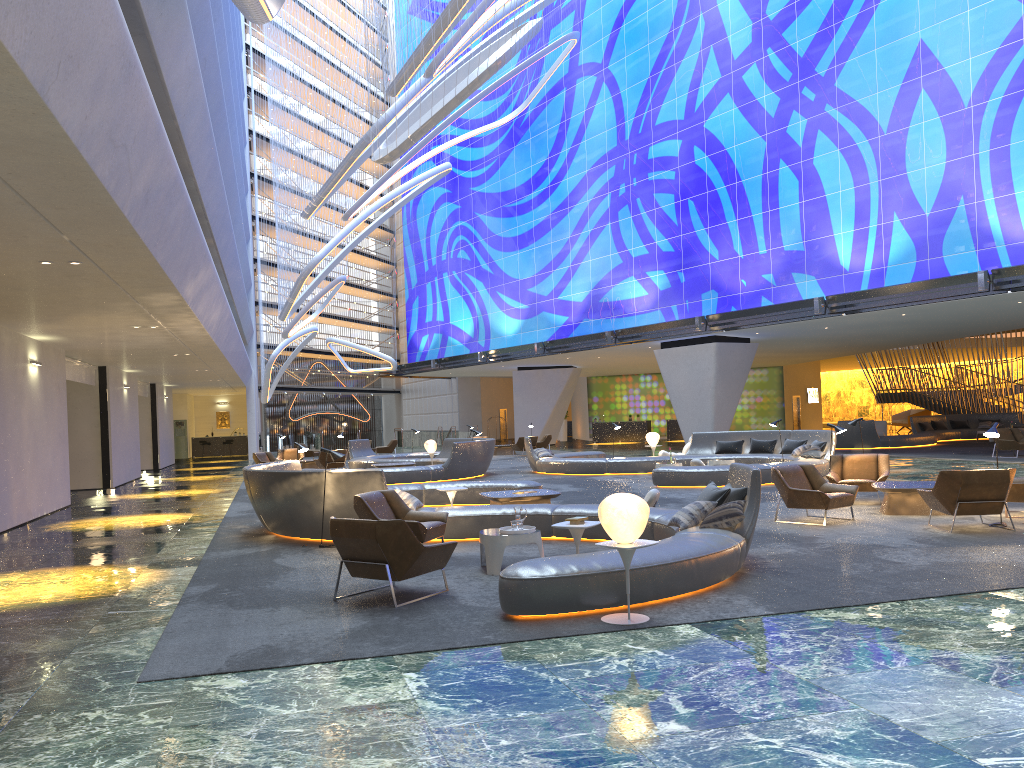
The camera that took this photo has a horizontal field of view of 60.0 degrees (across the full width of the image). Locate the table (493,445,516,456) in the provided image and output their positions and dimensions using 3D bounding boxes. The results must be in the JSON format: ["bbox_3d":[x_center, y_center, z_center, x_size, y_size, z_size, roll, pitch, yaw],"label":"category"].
[{"bbox_3d":[-0.381,2.736,36.738,1.202,0.392,1.204,-2,-2,-15],"label":"table"}]

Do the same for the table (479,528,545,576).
[{"bbox_3d":[-0.017,1.751,9.344,0.671,0.406,0.674,-2,-2,-19],"label":"table"}]

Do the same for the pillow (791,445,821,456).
[{"bbox_3d":[6.829,1.532,20.528,0.878,0.262,0.692,-4,-2,40],"label":"pillow"}]

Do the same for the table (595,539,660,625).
[{"bbox_3d":[0.888,1.524,6.853,0.418,0.595,0.428,-2,-1,-41],"label":"table"}]

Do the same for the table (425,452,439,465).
[{"bbox_3d":[-2.331,2.315,25.954,0.418,0.595,0.428,-2,-1,-16],"label":"table"}]

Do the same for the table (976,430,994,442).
[{"bbox_3d":[17.379,1.909,32.483,0.671,0.406,0.673,-3,-2,29],"label":"table"}]

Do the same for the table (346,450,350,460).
[{"bbox_3d":[-7.271,3.038,37.869,1.203,0.392,1.203,-2,-2,3],"label":"table"}]

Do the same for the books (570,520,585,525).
[{"bbox_3d":[0.597,1.258,8.095,0.128,0.030,0.182,-2,-2,7],"label":"books"}]

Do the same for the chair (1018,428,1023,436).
[{"bbox_3d":[17.985,1.806,31.556,0.491,0.501,0.587,-2,-1,2],"label":"chair"}]

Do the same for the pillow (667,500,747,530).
[{"bbox_3d":[1.984,1.332,9.053,0.874,0.280,0.684,-3,-2,22],"label":"pillow"}]

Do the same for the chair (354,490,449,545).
[{"bbox_3d":[-1.313,1.661,10.467,0.939,0.766,0.929,-3,-1,18],"label":"chair"}]

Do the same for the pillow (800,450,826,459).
[{"bbox_3d":[6.628,1.565,19.471,0.445,0.207,0.443,-3,-2,36],"label":"pillow"}]

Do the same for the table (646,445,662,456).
[{"bbox_3d":[4.011,2.044,25.121,0.418,0.595,0.428,-2,-1,-41],"label":"table"}]

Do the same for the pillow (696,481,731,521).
[{"bbox_3d":[2.104,1.247,9.388,0.315,0.386,0.785,-2,-2,0],"label":"pillow"}]

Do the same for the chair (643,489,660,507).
[{"bbox_3d":[1.852,1.749,12.629,0.587,0.501,0.491,-3,-1,19],"label":"chair"}]

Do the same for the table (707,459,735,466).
[{"bbox_3d":[4.853,1.968,20.711,0.673,0.406,0.671,-2,-2,4],"label":"table"}]

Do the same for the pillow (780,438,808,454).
[{"bbox_3d":[6.830,1.519,21.493,0.315,0.386,0.785,-2,-2,-24],"label":"pillow"}]

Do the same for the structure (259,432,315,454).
[{"bbox_3d":[-14.849,7.295,58.502,3.016,8.237,19.844,-2,-2,-15],"label":"structure"}]

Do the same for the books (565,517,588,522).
[{"bbox_3d":[0.592,1.232,8.093,0.133,0.022,0.189,-4,-2,36],"label":"books"}]

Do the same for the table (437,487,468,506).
[{"bbox_3d":[-0.848,1.786,12.635,0.418,0.595,0.428,-2,-1,-19],"label":"table"}]

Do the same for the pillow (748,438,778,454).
[{"bbox_3d":[6.278,1.561,22.237,0.760,0.417,0.281,-4,-2,43],"label":"pillow"}]

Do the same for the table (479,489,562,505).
[{"bbox_3d":[0.127,1.908,13.917,1.202,0.392,1.204,-2,-2,-15],"label":"table"}]

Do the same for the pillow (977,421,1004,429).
[{"bbox_3d":[18.373,1.578,34.211,0.877,0.262,0.693,-1,-2,-25],"label":"pillow"}]

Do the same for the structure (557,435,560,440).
[{"bbox_3d":[2.916,2.406,54.008,0.772,2.051,1.023,-2,-1,-44],"label":"structure"}]

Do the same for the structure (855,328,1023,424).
[{"bbox_3d":[24.404,-0.771,38.197,11.978,6.246,16.502,-2,-2,-15],"label":"structure"}]

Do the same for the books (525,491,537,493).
[{"bbox_3d":[0.298,1.695,13.964,0.133,0.012,0.189,-1,-2,-25],"label":"books"}]

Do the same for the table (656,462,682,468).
[{"bbox_3d":[3.486,1.997,20.055,0.671,0.406,0.673,-3,-2,37],"label":"table"}]

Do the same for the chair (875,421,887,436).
[{"bbox_3d":[13.912,1.853,33.878,0.729,0.882,1.157,-3,-1,29],"label":"chair"}]

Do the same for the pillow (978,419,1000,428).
[{"bbox_3d":[18.499,1.534,34.361,0.775,0.366,0.317,-3,-1,26],"label":"pillow"}]

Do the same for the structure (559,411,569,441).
[{"bbox_3d":[2.992,2.328,51.871,1.021,2.051,0.773,-2,0,-37],"label":"structure"}]

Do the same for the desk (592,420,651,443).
[{"bbox_3d":[5.764,2.508,46.558,2.979,1.097,0.813,-3,-1,23],"label":"desk"}]

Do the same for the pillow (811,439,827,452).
[{"bbox_3d":[7.017,1.479,20.475,0.317,0.366,0.775,-2,-2,1],"label":"pillow"}]

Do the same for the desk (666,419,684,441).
[{"bbox_3d":[9.625,2.347,46.167,2.978,1.097,0.813,-3,-1,21],"label":"desk"}]

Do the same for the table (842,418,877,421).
[{"bbox_3d":[18.068,2.196,46.011,1.243,0.727,2.306,-3,-2,33],"label":"table"}]

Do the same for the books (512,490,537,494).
[{"bbox_3d":[0.198,1.694,13.978,0.395,0.039,0.301,-2,-2,-1],"label":"books"}]

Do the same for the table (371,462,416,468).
[{"bbox_3d":[-3.289,2.417,24.616,1.202,0.392,1.204,-2,-2,-15],"label":"table"}]

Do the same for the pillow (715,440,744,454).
[{"bbox_3d":[5.557,1.628,22.694,0.769,0.369,0.295,-3,-1,29],"label":"pillow"}]

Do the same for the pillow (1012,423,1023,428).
[{"bbox_3d":[19.246,1.585,33.580,0.444,0.207,0.444,-1,-2,-29],"label":"pillow"}]

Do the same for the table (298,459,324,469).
[{"bbox_3d":[-6.510,2.704,29.263,1.202,0.392,1.204,-2,-2,-16],"label":"table"}]

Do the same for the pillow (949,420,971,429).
[{"bbox_3d":[17.497,1.578,34.622,0.784,0.386,0.315,-2,-1,1],"label":"pillow"}]

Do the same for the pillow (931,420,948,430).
[{"bbox_3d":[16.591,1.601,34.435,0.759,0.417,0.281,-2,-1,-22],"label":"pillow"}]

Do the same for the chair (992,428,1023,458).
[{"bbox_3d":[13.369,1.568,23.604,0.929,0.766,0.939,-2,-1,-17],"label":"chair"}]

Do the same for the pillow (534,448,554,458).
[{"bbox_3d":[0.833,1.904,24.616,0.692,0.262,0.878,-2,-2,-7],"label":"pillow"}]

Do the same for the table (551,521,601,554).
[{"bbox_3d":[0.588,1.571,8.085,0.428,0.595,0.418,-3,-1,29],"label":"table"}]

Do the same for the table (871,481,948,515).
[{"bbox_3d":[5.862,1.652,12.842,1.203,0.392,1.203,-3,-2,20],"label":"table"}]

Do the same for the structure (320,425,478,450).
[{"bbox_3d":[-8.756,7.171,60.604,9.301,8.397,19.749,-2,-2,-15],"label":"structure"}]

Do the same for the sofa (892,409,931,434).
[{"bbox_3d":[19.703,1.840,43.794,1.062,1.179,3.417,-2,-2,11],"label":"sofa"}]

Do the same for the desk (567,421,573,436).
[{"bbox_3d":[3.801,3.146,62.454,2.979,1.097,0.813,-3,-1,23],"label":"desk"}]

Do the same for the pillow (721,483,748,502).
[{"bbox_3d":[2.297,1.268,9.475,0.295,0.368,0.769,-2,-2,-2],"label":"pillow"}]

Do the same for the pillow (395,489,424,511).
[{"bbox_3d":[-1.524,1.540,11.815,0.878,0.262,0.692,-4,-2,37],"label":"pillow"}]

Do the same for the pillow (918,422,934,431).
[{"bbox_3d":[15.872,1.635,33.973,0.768,0.369,0.295,-1,-1,-36],"label":"pillow"}]
